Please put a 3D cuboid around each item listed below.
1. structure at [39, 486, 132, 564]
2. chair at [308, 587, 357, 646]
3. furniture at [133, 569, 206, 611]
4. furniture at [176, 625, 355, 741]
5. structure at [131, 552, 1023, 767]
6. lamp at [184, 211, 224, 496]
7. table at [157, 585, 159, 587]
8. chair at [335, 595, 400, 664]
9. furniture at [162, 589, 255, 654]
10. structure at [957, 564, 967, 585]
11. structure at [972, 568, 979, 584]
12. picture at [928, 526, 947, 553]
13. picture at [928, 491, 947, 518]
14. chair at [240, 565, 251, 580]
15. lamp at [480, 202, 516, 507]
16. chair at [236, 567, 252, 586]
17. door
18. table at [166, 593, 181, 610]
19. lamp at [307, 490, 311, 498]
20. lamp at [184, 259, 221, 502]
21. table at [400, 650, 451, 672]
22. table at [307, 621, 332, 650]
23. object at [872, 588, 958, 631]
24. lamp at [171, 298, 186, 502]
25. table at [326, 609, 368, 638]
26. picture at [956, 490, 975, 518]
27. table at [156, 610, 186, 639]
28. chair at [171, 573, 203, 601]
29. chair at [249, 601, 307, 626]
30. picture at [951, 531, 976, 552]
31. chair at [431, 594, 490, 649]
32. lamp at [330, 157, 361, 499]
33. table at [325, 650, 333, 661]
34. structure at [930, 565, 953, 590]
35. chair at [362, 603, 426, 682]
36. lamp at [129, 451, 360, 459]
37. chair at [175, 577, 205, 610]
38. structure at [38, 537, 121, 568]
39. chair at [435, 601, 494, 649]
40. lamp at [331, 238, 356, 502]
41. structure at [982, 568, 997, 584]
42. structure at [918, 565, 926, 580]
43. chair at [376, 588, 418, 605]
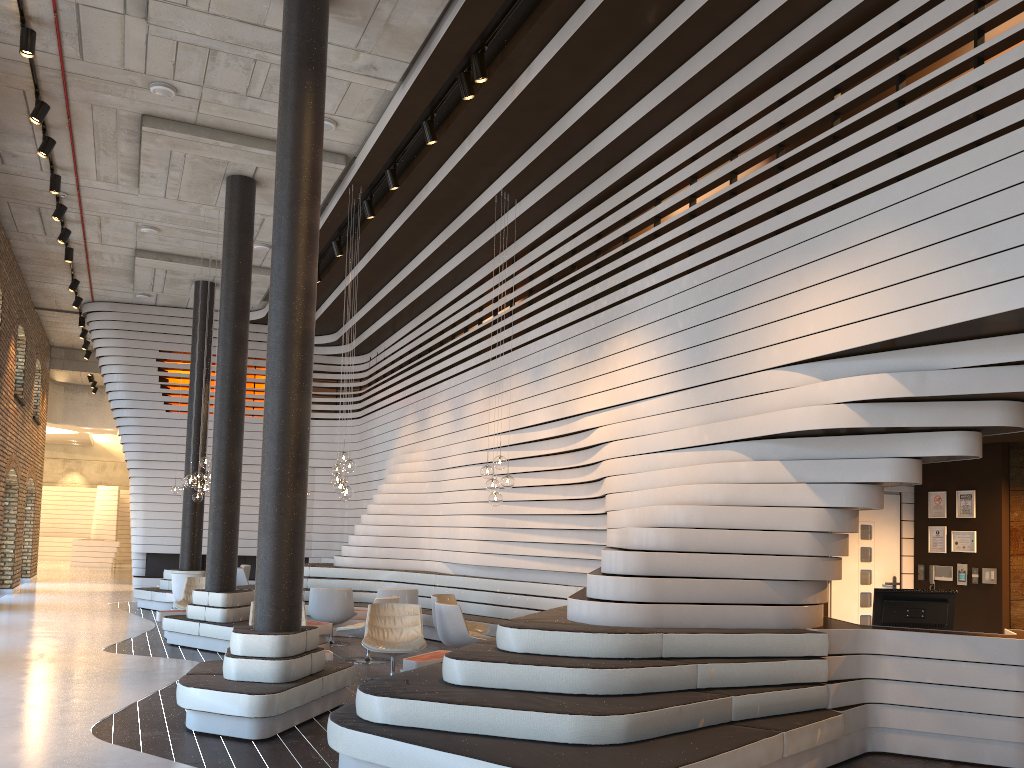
[{"bbox_3d":[-16.822,5.479,34.468,4.526,2.840,5.889,5,-9,-23],"label":"structure"},{"bbox_3d":[-2.421,3.106,11.855,0.656,0.760,0.718,2,-7,-3],"label":"chair"},{"bbox_3d":[-6.139,3.716,15.954,1.273,0.715,1.794,6,-10,-27],"label":"furniture"},{"bbox_3d":[-2.137,2.337,7.180,1.277,0.715,1.789,0,-9,12],"label":"furniture"},{"bbox_3d":[-1.933,3.272,13.202,5.767,0.919,18.438,7,-11,-26],"label":"structure"},{"bbox_3d":[-4.292,-0.733,12.606,0.544,4.637,0.296,5,-5,-38],"label":"lamp"},{"bbox_3d":[-6.467,4.077,17.100,0.417,0.367,0.907,-5,-11,44],"label":"table"},{"bbox_3d":[-1.700,2.885,10.429,0.712,0.760,0.661,0,-7,17],"label":"chair"},{"bbox_3d":[-3.463,2.995,11.261,1.786,0.716,1.279,-5,-11,37],"label":"furniture"},{"bbox_3d":[4.334,1.834,8.488,0.012,0.199,0.106,3,-5,-23],"label":"structure"},{"bbox_3d":[4.391,1.816,8.349,0.019,0.145,0.063,3,-5,-23],"label":"structure"},{"bbox_3d":[4.225,1.545,8.758,0.014,0.260,0.204,3,-6,-23],"label":"picture"},{"bbox_3d":[4.235,1.203,8.779,0.014,0.260,0.204,3,-6,-23],"label":"picture"},{"bbox_3d":[-5.582,3.984,17.549,0.709,0.760,0.664,4,-7,-21],"label":"chair"},{"bbox_3d":[-0.146,-0.893,10.482,0.335,4.676,0.533,0,-4,28],"label":"lamp"},{"bbox_3d":[-4.890,3.845,16.617,0.709,0.760,0.664,4,-7,-19],"label":"chair"},{"bbox_3d":[3.509,2.099,8.780,0.969,2.088,0.164,4,-4,-23],"label":"door"},{"bbox_3d":[-5.394,3.736,14.917,0.904,0.367,0.418,4,-7,-16],"label":"table"},{"bbox_3d":[-4.224,0.166,17.836,0.545,4.637,0.295,2,-4,2],"label":"lamp"},{"bbox_3d":[-5.208,-0.289,15.039,0.276,4.591,0.546,0,-4,28],"label":"lamp"},{"bbox_3d":[-0.727,2.760,8.371,0.417,0.367,0.908,-4,-10,39],"label":"table"},{"bbox_3d":[-2.485,3.101,10.681,0.414,0.367,0.914,0,-9,14],"label":"table"},{"bbox_3d":[3.166,1.886,6.965,0.598,0.549,0.371,0,-6,17],"label":"object"},{"bbox_3d":[-6.479,0.061,17.645,0.276,4.591,0.546,0,-4,25],"label":"lamp"},{"bbox_3d":[-2.362,3.464,12.774,0.907,0.367,0.417,0,-7,9],"label":"table"},{"bbox_3d":[4.365,1.157,8.486,0.014,0.260,0.204,3,-6,-23],"label":"picture"},{"bbox_3d":[-4.380,3.268,12.000,0.905,0.367,0.418,7,-9,-31],"label":"table"},{"bbox_3d":[-5.134,3.422,14.191,0.658,0.760,0.716,0,-7,14],"label":"chair"},{"bbox_3d":[-2.391,2.632,9.080,0.655,0.760,0.719,4,-7,-23],"label":"chair"},{"bbox_3d":[4.345,1.516,8.484,0.014,0.200,0.266,3,-8,-23],"label":"picture"},{"bbox_3d":[-0.649,2.985,10.823,0.713,0.760,0.661,-1,-7,21],"label":"chair"},{"bbox_3d":[-2.117,-0.872,11.453,0.309,4.703,0.668,3,-4,-15],"label":"lamp"},{"bbox_3d":[-2.177,2.704,8.307,0.904,0.367,0.418,5,-8,-21],"label":"table"},{"bbox_3d":[4.233,1.923,8.702,0.026,0.252,0.260,4,-7,-25],"label":"structure"},{"bbox_3d":[-1.217,2.671,9.097,0.656,0.760,0.719,3,-7,-7],"label":"chair"},{"bbox_3d":[1.319,-1.807,4.295,9.021,4.572,42.452,5,-10,-23],"label":"lamp"},{"bbox_3d":[-4.521,3.205,12.817,0.656,0.760,0.718,2,-7,-6],"label":"chair"},{"bbox_3d":[-15.735,6.143,32.384,7.568,0.889,2.556,-8,-13,44],"label":"structure"},{"bbox_3d":[-0.514,2.815,9.804,0.709,0.760,0.664,5,-7,-24],"label":"chair"},{"bbox_3d":[-2.497,-0.549,13.354,0.293,4.637,0.549,4,-4,-28],"label":"lamp"},{"bbox_3d":[4.451,1.788,8.213,0.021,0.141,0.144,3,-7,-23],"label":"structure"},{"bbox_3d":[4.144,1.906,8.917,0.009,0.153,0.087,3,-5,-23],"label":"structure"},{"bbox_3d":[-1.612,3.175,12.110,0.655,0.760,0.719,4,-7,-16],"label":"chair"}]
